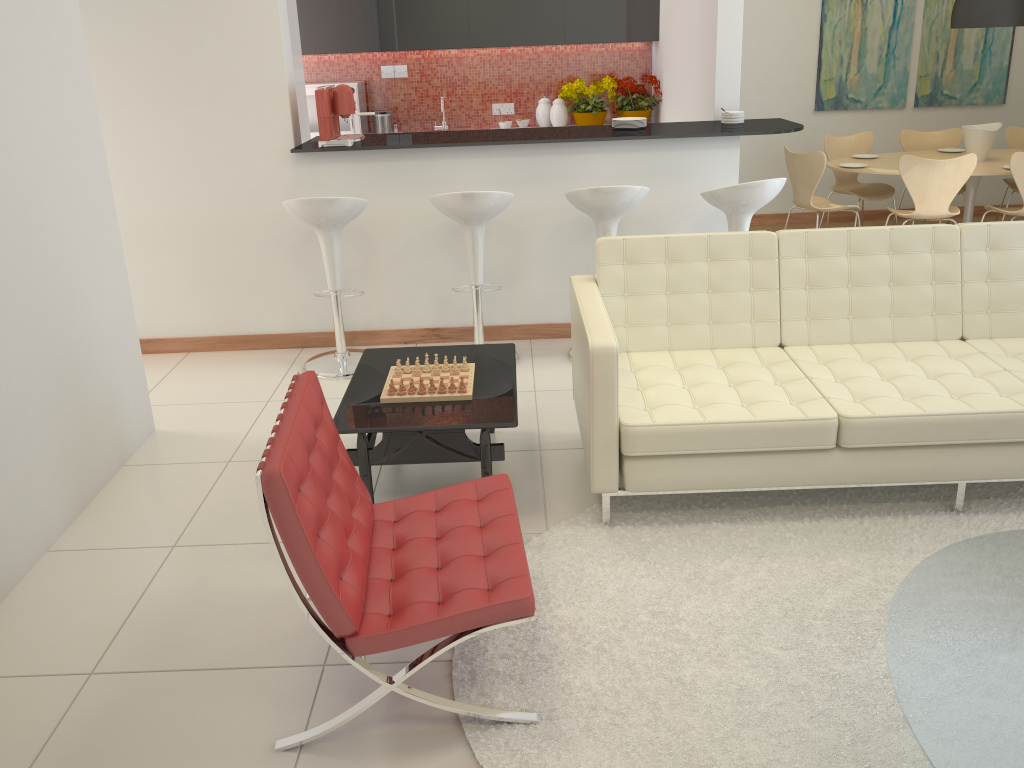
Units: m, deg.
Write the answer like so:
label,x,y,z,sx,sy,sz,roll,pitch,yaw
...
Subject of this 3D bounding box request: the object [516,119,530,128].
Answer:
label,x,y,z,sx,sy,sz,roll,pitch,yaw
object,0.100,-2.312,7.889,0.122,0.082,0.122,-16,24,-32

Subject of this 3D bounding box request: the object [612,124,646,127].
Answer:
label,x,y,z,sx,sy,sz,roll,pitch,yaw
object,0.717,-1.580,5.415,0.212,0.015,0.212,17,29,41

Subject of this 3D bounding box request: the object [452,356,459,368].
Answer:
label,x,y,z,sx,sy,sz,roll,pitch,yaw
object,-0.240,-0.096,3.757,0.030,0.051,0.030,-5,19,-7

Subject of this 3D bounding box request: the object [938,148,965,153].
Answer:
label,x,y,z,sx,sy,sz,roll,pitch,yaw
object,3.668,-1.947,7.392,0.210,0.015,0.214,4,22,17

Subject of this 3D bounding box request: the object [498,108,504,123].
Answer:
label,x,y,z,sx,sy,sz,roll,pitch,yaw
object,-0.079,-2.317,7.769,0.009,0.192,0.141,-13,22,-28

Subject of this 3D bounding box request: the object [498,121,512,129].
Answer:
label,x,y,z,sx,sy,sz,roll,pitch,yaw
object,-0.056,-2.246,7.734,0.121,0.082,0.123,5,22,19

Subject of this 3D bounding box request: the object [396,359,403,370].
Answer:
label,x,y,z,sx,sy,sz,roll,pitch,yaw
object,-0.479,-0.083,3.759,0.030,0.043,0.030,0,20,7

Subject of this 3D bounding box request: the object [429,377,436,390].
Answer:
label,x,y,z,sx,sy,sz,roll,pitch,yaw
object,-0.318,-0.003,3.530,0.030,0.049,0.030,0,20,7

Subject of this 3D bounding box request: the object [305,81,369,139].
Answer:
label,x,y,z,sx,sy,sz,roll,pitch,yaw
object,-1.664,-2.390,7.757,0.722,0.462,0.443,-2,20,0

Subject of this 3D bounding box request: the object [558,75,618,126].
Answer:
label,x,y,z,sx,sy,sz,roll,pitch,yaw
object,0.664,-2.447,7.683,0.522,0.441,0.512,-1,20,3

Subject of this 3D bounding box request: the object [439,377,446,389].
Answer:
label,x,y,z,sx,sy,sz,roll,pitch,yaw
object,-0.278,-0.004,3.530,0.030,0.049,0.030,0,20,7

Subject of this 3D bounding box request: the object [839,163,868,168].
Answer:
label,x,y,z,sx,sy,sz,roll,pitch,yaw
object,2.623,-1.676,6.802,0.210,0.015,0.214,6,23,21

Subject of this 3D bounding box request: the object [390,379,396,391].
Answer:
label,x,y,z,sx,sy,sz,roll,pitch,yaw
object,-0.478,0.003,3.531,0.030,0.049,0.030,0,20,7

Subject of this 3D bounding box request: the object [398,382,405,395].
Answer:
label,x,y,z,sx,sy,sz,roll,pitch,yaw
object,-0.437,0.016,3.492,0.030,0.051,0.030,0,20,7

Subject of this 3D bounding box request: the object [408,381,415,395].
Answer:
label,x,y,z,sx,sy,sz,roll,pitch,yaw
object,-0.397,0.013,3.492,0.030,0.054,0.030,0,19,7

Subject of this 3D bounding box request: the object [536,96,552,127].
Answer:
label,x,y,z,sx,sy,sz,roll,pitch,yaw
object,0.291,-2.407,7.854,0.161,0.278,0.161,-17,24,-36

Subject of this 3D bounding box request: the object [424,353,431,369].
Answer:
label,x,y,z,sx,sy,sz,roll,pitch,yaw
object,-0.360,-0.099,3.755,0.030,0.068,0.030,0,19,7

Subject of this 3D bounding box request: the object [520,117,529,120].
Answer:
label,x,y,z,sx,sy,sz,roll,pitch,yaw
object,0.099,-2.359,7.882,0.008,0.008,0.238,7,23,23

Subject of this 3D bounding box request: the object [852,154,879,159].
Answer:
label,x,y,z,sx,sy,sz,roll,pitch,yaw
object,2.891,-1.860,7.246,0.210,0.015,0.214,6,23,21

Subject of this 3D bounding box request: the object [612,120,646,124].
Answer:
label,x,y,z,sx,sy,sz,roll,pitch,yaw
object,0.716,-1.599,5.408,0.212,0.015,0.212,17,29,41

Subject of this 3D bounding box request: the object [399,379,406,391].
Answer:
label,x,y,z,sx,sy,sz,roll,pitch,yaw
object,-0.438,0.002,3.531,0.030,0.049,0.030,0,20,7

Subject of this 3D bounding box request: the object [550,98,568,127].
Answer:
label,x,y,z,sx,sy,sz,roll,pitch,yaw
object,0.411,-2.356,7.713,0.161,0.278,0.161,-17,24,-36

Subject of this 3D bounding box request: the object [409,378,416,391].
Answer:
label,x,y,z,sx,sy,sz,roll,pitch,yaw
object,-0.398,0.000,3.530,0.030,0.049,0.030,0,20,7

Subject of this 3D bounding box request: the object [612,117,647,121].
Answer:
label,x,y,z,sx,sy,sz,roll,pitch,yaw
object,0.715,-1.612,5.404,0.212,0.015,0.212,17,29,41

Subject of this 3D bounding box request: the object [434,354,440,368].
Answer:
label,x,y,z,sx,sy,sz,roll,pitch,yaw
object,-0.320,-0.098,3.756,0.030,0.063,0.030,0,19,7

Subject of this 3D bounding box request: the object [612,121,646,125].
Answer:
label,x,y,z,sx,sy,sz,roll,pitch,yaw
object,0.716,-1.593,5.410,0.212,0.015,0.212,17,29,41

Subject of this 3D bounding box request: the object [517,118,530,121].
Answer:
label,x,y,z,sx,sy,sz,roll,pitch,yaw
object,0.104,-2.348,7.856,0.008,0.008,0.237,9,24,27

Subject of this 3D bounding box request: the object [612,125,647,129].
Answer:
label,x,y,z,sx,sy,sz,roll,pitch,yaw
object,0.717,-1.574,5.417,0.212,0.015,0.212,17,29,41

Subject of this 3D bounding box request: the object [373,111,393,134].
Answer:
label,x,y,z,sx,sy,sz,roll,pitch,yaw
object,-1.125,-2.276,7.749,0.172,0.212,0.175,4,21,18

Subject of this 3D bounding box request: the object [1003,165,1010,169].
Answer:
label,x,y,z,sx,sy,sz,roll,pitch,yaw
object,3.673,-1.565,6.411,0.212,0.015,0.212,-21,28,-40

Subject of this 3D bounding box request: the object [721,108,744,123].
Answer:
label,x,y,z,sx,sy,sz,roll,pitch,yaw
object,1.352,-1.671,5.485,0.173,0.096,0.142,-5,21,-7

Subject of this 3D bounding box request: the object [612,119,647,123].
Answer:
label,x,y,z,sx,sy,sz,roll,pitch,yaw
object,0.716,-1.606,5.406,0.212,0.015,0.212,17,29,41

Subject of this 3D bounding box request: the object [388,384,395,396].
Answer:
label,x,y,z,sx,sy,sz,roll,pitch,yaw
object,-0.477,0.021,3.494,0.030,0.043,0.030,0,20,7

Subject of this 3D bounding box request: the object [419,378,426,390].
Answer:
label,x,y,z,sx,sy,sz,roll,pitch,yaw
object,-0.358,-0.001,3.530,0.030,0.049,0.030,0,20,7

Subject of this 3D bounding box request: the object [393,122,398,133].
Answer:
label,x,y,z,sx,sy,sz,roll,pitch,yaw
object,-1.041,-2.290,7.912,0.037,0.091,0.038,-2,19,0

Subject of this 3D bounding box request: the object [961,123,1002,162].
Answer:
label,x,y,z,sx,sy,sz,roll,pitch,yaw
object,3.611,-1.870,6.845,0.272,0.275,0.264,12,24,33

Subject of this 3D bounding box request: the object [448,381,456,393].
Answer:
label,x,y,z,sx,sy,sz,roll,pitch,yaw
object,-0.237,0.008,3.491,0.030,0.051,0.030,0,20,7

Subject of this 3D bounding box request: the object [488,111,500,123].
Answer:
label,x,y,z,sx,sy,sz,roll,pitch,yaw
object,-0.123,-2.297,7.726,0.164,0.175,0.011,3,19,13

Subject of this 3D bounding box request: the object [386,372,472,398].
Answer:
label,x,y,z,sx,sy,sz,roll,pitch,yaw
object,-0.338,-0.017,3.632,0.346,0.001,0.356,-2,21,0

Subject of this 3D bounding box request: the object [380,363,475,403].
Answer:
label,x,y,z,sx,sy,sz,roll,pitch,yaw
object,-0.337,-0.007,3.636,0.360,0.021,0.367,-2,21,0

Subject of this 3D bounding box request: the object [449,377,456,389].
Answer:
label,x,y,z,sx,sy,sz,roll,pitch,yaw
object,-0.238,-0.006,3.530,0.030,0.049,0.030,0,20,7

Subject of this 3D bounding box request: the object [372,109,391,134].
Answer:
label,x,y,z,sx,sy,sz,roll,pitch,yaw
object,-1.167,-2.360,7.970,0.172,0.212,0.175,4,21,18

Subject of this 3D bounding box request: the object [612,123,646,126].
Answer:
label,x,y,z,sx,sy,sz,roll,pitch,yaw
object,0.717,-1.587,5.413,0.212,0.015,0.212,17,29,41

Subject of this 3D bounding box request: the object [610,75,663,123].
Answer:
label,x,y,z,sx,sy,sz,roll,pitch,yaw
object,1.085,-2.464,7.685,0.504,0.441,0.530,-9,21,-19
